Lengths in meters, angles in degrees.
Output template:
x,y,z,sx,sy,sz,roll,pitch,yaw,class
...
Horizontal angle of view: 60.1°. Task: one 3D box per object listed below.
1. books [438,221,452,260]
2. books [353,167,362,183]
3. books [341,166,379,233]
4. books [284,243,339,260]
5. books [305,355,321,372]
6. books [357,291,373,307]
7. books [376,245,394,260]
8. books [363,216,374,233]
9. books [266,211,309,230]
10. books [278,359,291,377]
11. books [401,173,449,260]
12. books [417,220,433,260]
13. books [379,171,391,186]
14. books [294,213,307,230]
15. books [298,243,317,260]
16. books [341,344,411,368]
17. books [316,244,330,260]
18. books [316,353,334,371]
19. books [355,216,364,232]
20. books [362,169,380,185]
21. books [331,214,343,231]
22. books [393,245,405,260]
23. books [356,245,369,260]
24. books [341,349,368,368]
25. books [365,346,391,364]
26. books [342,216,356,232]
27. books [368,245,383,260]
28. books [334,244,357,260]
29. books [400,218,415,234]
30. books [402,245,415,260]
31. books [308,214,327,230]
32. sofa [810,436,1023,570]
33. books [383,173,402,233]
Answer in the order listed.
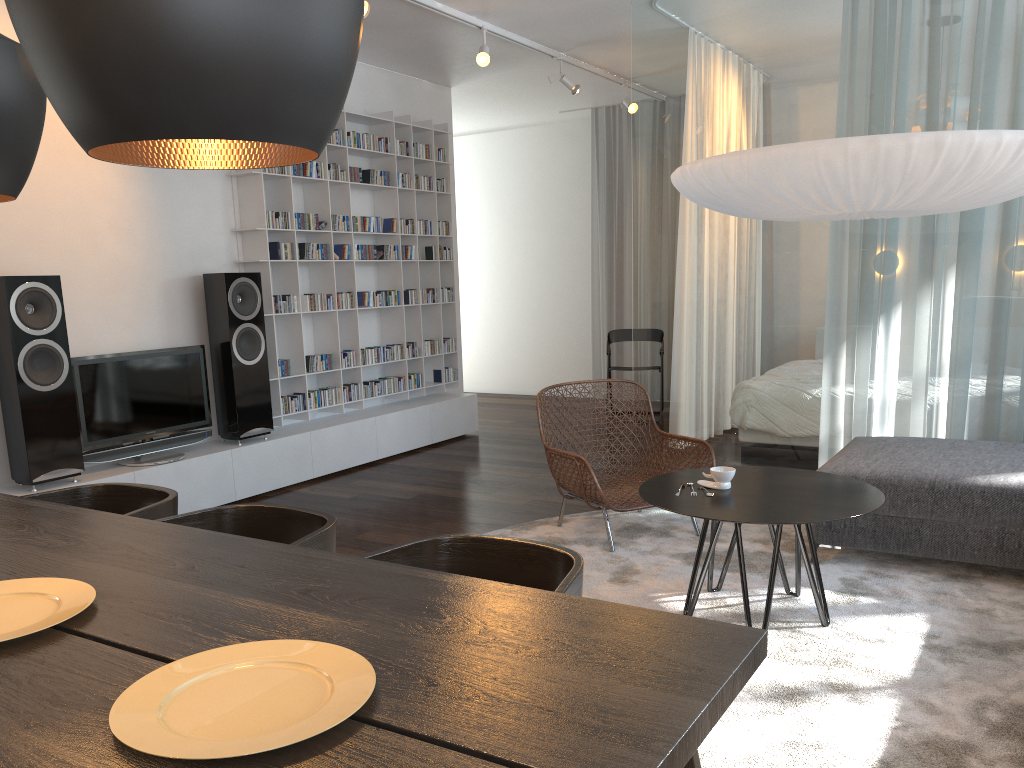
x,y,z,sx,sy,sz,roll,pitch,yaw,class
-0.573,-1.129,6.974,0.114,0.304,0.181,5,12,31,books
-1.087,-1.432,6.085,0.089,0.106,0.073,4,11,31,books
-1.081,-1.270,6.124,0.100,0.437,0.347,5,11,30,books
-1.325,-0.862,5.778,0.089,0.107,0.499,4,9,31,books
-1.334,-0.134,5.866,0.089,0.109,0.117,4,10,31,books
-1.050,-0.601,6.264,0.089,0.109,0.117,4,10,31,books
-0.924,-0.953,6.420,0.089,0.109,0.117,4,10,31,books
-1.036,-1.118,6.213,0.089,0.109,0.117,4,10,31,books
-1.443,-1.025,5.563,0.101,0.105,0.380,4,9,31,books
-1.481,-0.101,5.632,0.099,0.106,0.130,3,10,30,books
-0.681,-1.268,6.778,0.114,0.634,0.563,5,11,31,books
-0.701,-1.100,6.769,0.114,0.304,0.228,5,11,31,books
-0.935,-1.466,6.332,0.099,0.106,0.130,3,10,30,books
-1.384,-1.038,5.659,0.099,0.106,0.130,3,10,30,books
-1.337,-0.863,5.758,0.089,0.109,0.117,4,10,31,books
-1.009,-0.210,6.393,0.114,0.114,0.757,4,9,32,books
-1.278,-0.872,5.855,0.099,0.106,0.130,3,10,30,books
-1.274,-0.147,5.963,0.099,0.106,0.130,3,10,30,books
-1.087,-1.106,6.132,0.089,0.110,0.073,4,11,31,books
-0.994,-1.453,6.235,0.089,0.109,0.117,4,10,31,books
-1.204,-1.080,5.945,0.089,0.109,0.117,4,10,31,books
-0.861,-0.966,6.523,0.099,0.106,0.143,3,10,30,books
-1.072,-0.919,6.185,0.099,0.106,0.130,3,10,30,books
-1.125,-0.184,6.205,0.099,0.114,0.265,4,9,30,books
-0.993,-0.213,6.418,0.114,0.114,0.232,4,9,31,books
-1.143,-1.092,6.045,0.099,0.106,0.137,3,10,30,books
-0.993,-0.936,6.310,0.089,0.107,0.162,4,10,31,books
-1.142,-0.904,6.070,0.089,0.111,0.156,4,10,31,books
-0.807,-1.170,6.582,0.101,0.114,0.230,4,9,31,books
-0.792,-0.983,6.631,0.089,0.109,0.117,4,10,31,books
-1.292,-1.058,5.804,0.089,0.107,0.162,4,10,31,books
1.823,0.546,2.762,2.035,0.680,3.038,3,8,32,sofa
-0.872,-1.318,6.453,0.089,0.437,0.154,5,12,31,books
